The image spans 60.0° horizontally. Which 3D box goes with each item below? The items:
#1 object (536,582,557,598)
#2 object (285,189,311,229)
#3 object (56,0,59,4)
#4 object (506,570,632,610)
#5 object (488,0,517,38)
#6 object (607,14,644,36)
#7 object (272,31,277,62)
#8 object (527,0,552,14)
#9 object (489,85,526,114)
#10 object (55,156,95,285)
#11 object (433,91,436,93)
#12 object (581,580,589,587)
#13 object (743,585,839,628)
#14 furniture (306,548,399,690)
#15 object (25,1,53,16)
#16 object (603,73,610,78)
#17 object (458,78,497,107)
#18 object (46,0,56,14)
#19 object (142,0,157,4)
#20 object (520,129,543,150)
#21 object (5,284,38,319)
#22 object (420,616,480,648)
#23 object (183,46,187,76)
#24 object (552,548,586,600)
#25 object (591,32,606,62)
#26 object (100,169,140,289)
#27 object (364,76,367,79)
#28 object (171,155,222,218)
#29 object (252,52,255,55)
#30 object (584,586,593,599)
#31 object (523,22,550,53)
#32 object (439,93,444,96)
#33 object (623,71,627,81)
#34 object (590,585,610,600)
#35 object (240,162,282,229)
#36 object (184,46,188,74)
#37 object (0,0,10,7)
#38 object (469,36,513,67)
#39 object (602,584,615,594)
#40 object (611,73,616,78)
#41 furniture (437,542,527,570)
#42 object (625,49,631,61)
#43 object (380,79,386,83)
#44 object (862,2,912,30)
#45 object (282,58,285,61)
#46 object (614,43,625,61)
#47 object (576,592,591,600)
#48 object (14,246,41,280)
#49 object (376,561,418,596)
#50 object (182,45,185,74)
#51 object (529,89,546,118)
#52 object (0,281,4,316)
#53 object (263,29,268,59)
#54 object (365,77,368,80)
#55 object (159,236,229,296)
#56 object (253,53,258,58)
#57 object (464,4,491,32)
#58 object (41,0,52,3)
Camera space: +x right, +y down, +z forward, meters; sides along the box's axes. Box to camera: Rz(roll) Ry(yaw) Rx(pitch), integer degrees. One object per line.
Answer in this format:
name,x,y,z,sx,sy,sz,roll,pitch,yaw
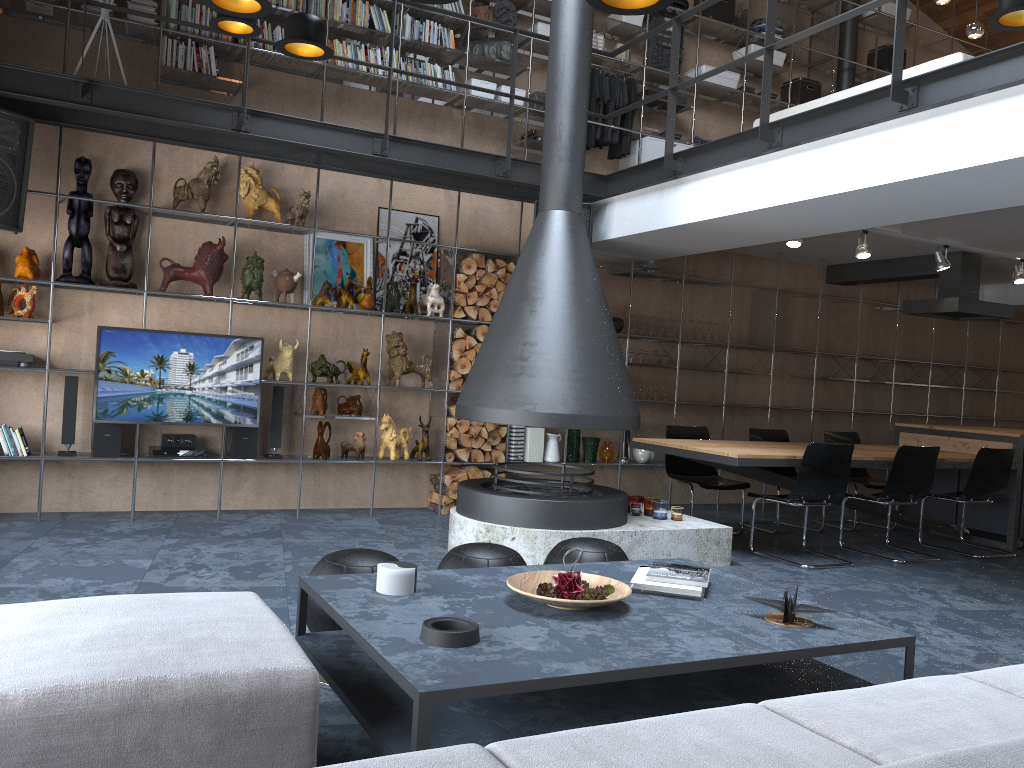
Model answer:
object,0.107,0.648,2.756,0.062,0.062,0.060,4,1,24
object,-1.573,-1.291,6.558,0.131,0.280,0.208,3,1,-45
object,-3.077,-2.529,5.825,0.182,0.016,0.228,3,1,-27
object,0.179,0.665,2.806,0.395,0.061,0.395,3,1,-34
object,-0.072,-3.016,7.291,0.229,0.339,0.157,4,0,0
object,1.000,-3.207,7.858,0.222,0.124,0.290,3,1,-27
object,-1.751,-2.483,6.511,0.047,0.201,0.137,3,0,-27
object,0.274,-3.255,7.489,0.228,0.136,0.295,3,1,-27
object,-0.048,-2.355,7.355,0.228,0.136,0.295,3,1,-27
object,-2.916,-1.105,5.973,0.244,0.879,0.244,4,0,2
object,-0.633,-2.417,7.059,0.056,0.185,0.164,3,0,-27
object,0.231,0.660,2.893,0.043,0.042,0.042,3,1,-24
object,0.869,0.680,2.770,0.240,0.117,0.250,3,1,-19
furniture,-0.571,0.844,3.275,0.401,0.462,0.402,4,0,13
object,-3.092,-2.466,5.801,0.161,0.012,0.201,3,1,-27
object,0.823,-2.683,7.770,0.009,0.197,0.387,3,1,-31
object,-0.286,-2.369,7.233,0.228,0.136,0.295,3,1,-27
object,-3.090,-2.498,5.815,0.176,0.025,0.262,3,1,-27
object,-2.535,-2.600,6.099,0.161,0.013,0.217,3,1,-27
object,0.302,-2.075,7.582,0.404,0.114,0.320,3,1,-27
object,-3.224,-0.542,5.830,0.267,0.223,0.060,4,0,19
object,-0.164,0.659,2.361,0.160,0.040,0.160,4,1,41
object,-2.283,-2.252,6.179,0.011,0.175,0.111,3,0,-27
object,0.183,0.605,2.785,0.118,0.172,0.105,4,0,25
object,0.720,-2.927,7.728,0.196,0.205,0.142,3,1,-29
object,-2.689,-1.070,6.113,0.237,0.840,0.305,3,0,-25
object,-1.130,-2.458,6.787,0.053,0.214,0.153,3,0,-27
object,-2.244,-1.417,6.324,0.328,0.442,0.207,3,1,-34
object,-1.872,-2.492,6.397,0.051,0.202,0.145,3,0,-27
object,0.243,0.671,2.842,0.073,0.034,0.081,3,1,-39
object,0.250,-2.921,7.484,0.228,0.136,0.295,3,1,-27
object,-0.571,-2.412,7.085,0.059,0.186,0.156,3,0,-27
object,1.000,-2.714,7.862,0.016,0.118,0.283,3,1,-27
object,0.275,0.659,2.760,0.061,0.062,0.064,4,0,4
object,-1.861,-1.402,6.562,0.328,0.458,0.215,3,0,-22
object,-2.278,-2.253,6.191,0.009,0.177,0.112,3,0,-27
object,-3.322,-2.486,5.684,0.176,0.025,0.234,3,1,-27
object,-0.167,-2.748,7.301,0.390,0.240,0.166,4,0,6
object,0.309,0.661,2.846,0.039,0.039,0.048,3,1,-30
object,0.880,-2.680,7.800,0.009,0.197,0.387,3,1,-31
furniture,-0.119,0.869,3.543,0.401,0.462,0.402,3,0,-7
object,1.003,-2.886,7.854,0.078,0.156,0.074,4,0,23
object,-1.003,-2.460,6.840,0.061,0.235,0.140,3,0,-27
object,3.930,-3.869,9.317,0.437,0.135,0.289,3,1,-27
object,-1.678,-2.478,6.485,0.044,0.196,0.124,3,0,-27
object,0.943,-2.889,7.767,0.078,0.156,0.074,3,0,-12
object,0.219,0.657,2.704,0.044,0.042,0.042,3,1,-27
object,-3.178,-0.783,5.831,0.138,0.222,0.278,3,0,-16
object,-0.368,0.621,2.836,0.126,0.081,0.126,4,1,36
object,-2.293,-2.253,6.177,0.009,0.178,0.112,3,0,-27
object,0.318,-2.388,7.537,0.376,0.247,0.166,3,1,-29
object,-3.401,-0.556,5.734,0.233,0.229,0.116,4,0,13
object,-1.812,-2.476,6.470,0.042,0.180,0.131,3,0,-27
object,-1.109,-2.449,6.789,0.053,0.202,0.120,3,0,-27
object,-2.243,-0.842,6.262,0.462,0.440,0.219,3,0,-27
object,-1.875,-2.506,6.440,0.061,0.235,0.140,3,0,-27
object,-0.288,-2.982,7.203,0.227,0.202,0.082,4,0,25
object,-3.102,-2.479,5.813,0.159,0.012,0.226,3,1,-27
